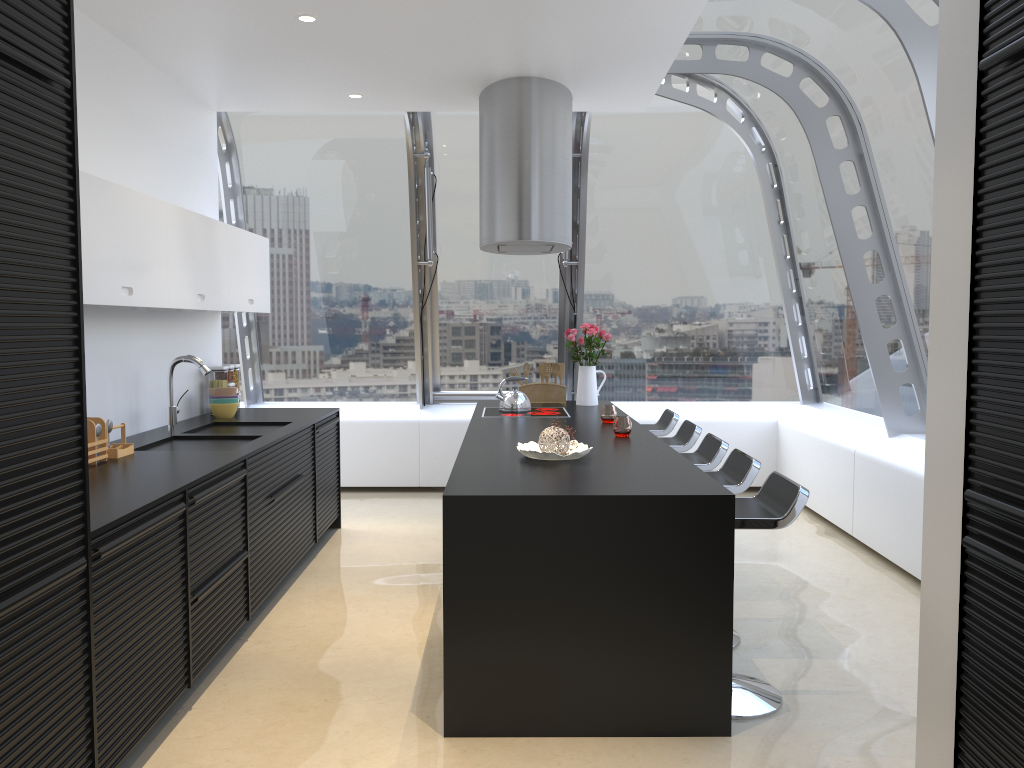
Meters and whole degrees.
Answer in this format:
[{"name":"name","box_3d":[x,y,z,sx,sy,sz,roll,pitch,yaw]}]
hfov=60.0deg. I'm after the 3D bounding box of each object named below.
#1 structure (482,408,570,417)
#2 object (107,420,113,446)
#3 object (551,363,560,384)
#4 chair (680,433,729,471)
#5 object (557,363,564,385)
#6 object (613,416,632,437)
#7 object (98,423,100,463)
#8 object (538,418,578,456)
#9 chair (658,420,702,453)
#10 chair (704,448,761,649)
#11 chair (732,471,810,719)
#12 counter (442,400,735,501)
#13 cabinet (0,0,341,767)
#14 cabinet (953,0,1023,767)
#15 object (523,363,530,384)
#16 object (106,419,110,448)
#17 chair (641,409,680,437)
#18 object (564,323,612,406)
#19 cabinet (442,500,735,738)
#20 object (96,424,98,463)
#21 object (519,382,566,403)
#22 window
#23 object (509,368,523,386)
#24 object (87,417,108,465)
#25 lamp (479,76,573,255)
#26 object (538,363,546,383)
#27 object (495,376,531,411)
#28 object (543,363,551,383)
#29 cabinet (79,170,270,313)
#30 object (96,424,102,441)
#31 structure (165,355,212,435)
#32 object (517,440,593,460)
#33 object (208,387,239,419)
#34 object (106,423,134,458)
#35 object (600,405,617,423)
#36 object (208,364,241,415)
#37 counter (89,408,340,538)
[{"name":"structure","box_3d":[0.087,0.207,5.918,0.562,0.041,0.640,0,4,0]},{"name":"object","box_3d":[-1.774,0.253,3.907,0.042,0.192,0.040,3,5,38]},{"name":"object","box_3d":[0.327,-0.008,6.638,0.068,0.298,0.039,0,4,1]},{"name":"chair","box_3d":[0.869,0.700,4.669,0.460,0.857,0.418,0,4,1]},{"name":"object","box_3d":[0.364,-0.010,6.655,0.057,0.294,0.030,0,4,1]},{"name":"object","box_3d":[0.578,0.223,4.642,0.095,0.106,0.095,0,4,-2]},{"name":"object","box_3d":[-1.762,0.265,3.767,0.019,0.196,0.022,0,4,1]},{"name":"object","box_3d":[0.192,0.246,3.934,0.190,0.191,0.165,2,4,28]},{"name":"chair","box_3d":[0.876,0.655,5.337,0.460,0.857,0.418,0,4,1]},{"name":"chair","box_3d":[0.862,0.740,4.069,0.460,0.857,0.418,0,4,1]},{"name":"chair","box_3d":[0.854,0.784,3.418,0.460,0.857,0.418,0,4,1]},{"name":"counter","box_3d":[0.253,0.263,4.940,1.006,0.018,3.800,0,4,0]},{"name":"cabinet","box_3d":[-1.598,-0.253,3.616,0.831,2.901,5.157,0,4,0]},{"name":"cabinet","box_3d":[1.551,0.092,1.184,0.831,2.558,2.252,0,4,1]},{"name":"object","box_3d":[0.110,-0.011,6.658,0.055,0.299,0.027,0,4,1]},{"name":"object","box_3d":[-1.792,0.255,3.928,0.019,0.196,0.022,-1,4,-11]},{"name":"chair","box_3d":[0.884,0.606,6.066,0.460,0.857,0.418,0,4,1]},{"name":"object","box_3d":[0.548,-0.143,6.421,0.350,0.596,0.327,0,4,7]},{"name":"cabinet","box_3d":[0.253,0.690,4.969,1.007,0.838,3.800,0,4,0]},{"name":"object","box_3d":[-1.758,0.266,3.757,0.020,0.196,0.018,2,4,23]},{"name":"object","box_3d":[0.229,0.069,6.652,0.353,0.157,0.084,0,4,1]},{"name":"window","box_3d":[-4.315,-0.032,0.523,16.171,3.674,16.693,0,4,-7]},{"name":"object","box_3d":[0.073,0.006,6.657,0.199,0.259,0.016,1,4,11]},{"name":"object","box_3d":[-1.788,0.258,3.708,0.104,0.223,0.200,0,4,0]},{"name":"lamp","box_3d":[0.088,-1.371,5.814,0.606,0.966,1.112,0,4,0]},{"name":"object","box_3d":[0.229,-0.011,6.656,0.061,0.299,0.040,0,4,-2]},{"name":"object","box_3d":[0.021,0.062,6.072,0.221,0.230,0.221,2,4,31]},{"name":"object","box_3d":[0.263,-0.009,6.636,0.057,0.299,0.019,0,4,1]},{"name":"cabinet","box_3d":[-1.845,-0.626,4.301,0.343,0.515,3.741,0,4,0]},{"name":"object","box_3d":[-1.749,0.263,3.743,0.040,0.192,0.042,-3,5,-39]},{"name":"structure","box_3d":[-1.719,0.110,4.743,0.248,0.536,0.115,0,4,-2]},{"name":"object","box_3d":[0.188,0.306,3.949,0.334,0.078,0.329,-1,4,-13]},{"name":"object","box_3d":[-1.803,0.116,5.550,0.185,0.205,0.205,-1,4,-12]},{"name":"object","box_3d":[-1.772,0.267,3.957,0.100,0.170,0.173,0,4,2]},{"name":"object","box_3d":[0.577,0.179,5.297,0.095,0.106,0.095,1,4,20]},{"name":"object","box_3d":[-1.912,0.032,5.905,0.113,0.315,0.365,0,4,0]},{"name":"counter","box_3d":[-1.601,0.305,4.364,0.804,0.025,3.738,0,4,0]}]
